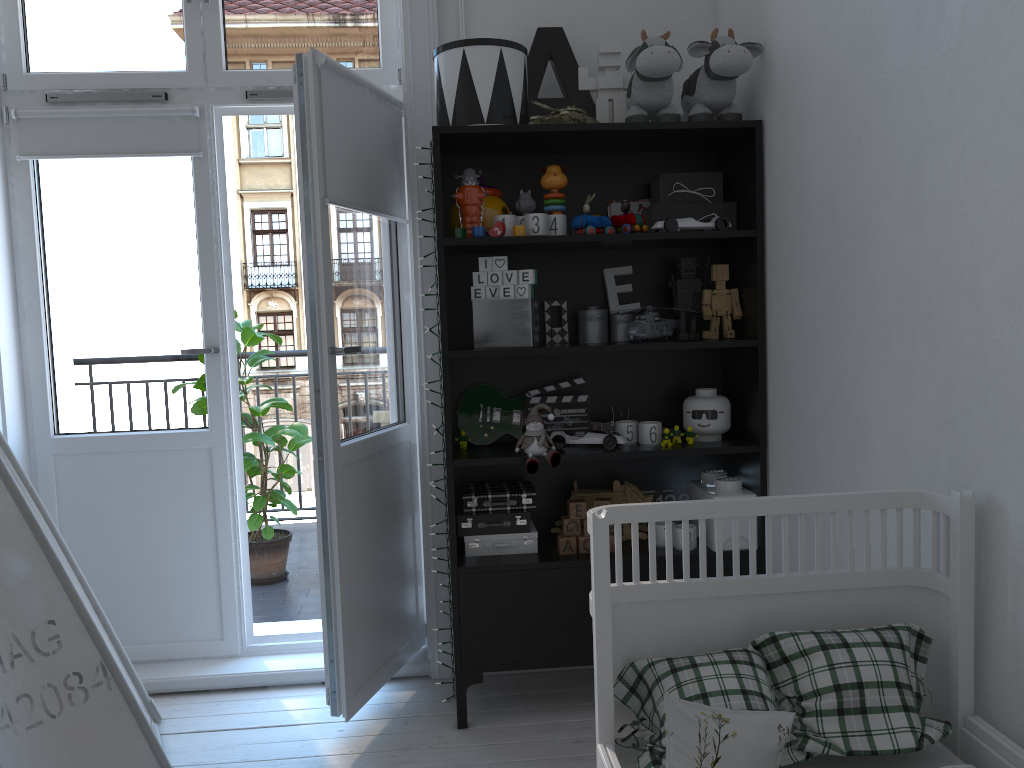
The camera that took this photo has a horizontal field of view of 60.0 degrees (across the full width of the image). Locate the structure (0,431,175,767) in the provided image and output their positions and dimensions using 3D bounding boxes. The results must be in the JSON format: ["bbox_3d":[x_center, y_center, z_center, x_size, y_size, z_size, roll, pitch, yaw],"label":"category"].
[{"bbox_3d":[-1.460,0.188,2.089,1.142,1.751,1.143,-5,5,-29],"label":"structure"}]

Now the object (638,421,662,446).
[{"bbox_3d":[0.406,0.146,2.601,0.067,0.067,0.067,-1,4,10],"label":"object"}]

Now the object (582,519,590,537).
[{"bbox_3d":[0.233,0.416,2.598,0.050,0.050,0.050,-2,4,-4],"label":"object"}]

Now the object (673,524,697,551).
[{"bbox_3d":[0.505,0.448,2.588,0.067,0.067,0.067,-1,4,10],"label":"object"}]

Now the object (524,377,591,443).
[{"bbox_3d":[0.140,0.082,2.732,0.201,0.199,0.048,-2,5,-4],"label":"object"}]

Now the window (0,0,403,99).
[{"bbox_3d":[-0.984,-1.247,2.798,1.263,0.661,0.101,-2,5,-4],"label":"window"}]

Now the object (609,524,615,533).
[{"bbox_3d":[0.284,0.412,2.630,0.050,0.050,0.050,-2,4,-4],"label":"object"}]

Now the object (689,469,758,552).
[{"bbox_3d":[0.632,0.371,2.674,0.132,0.199,0.267,-2,4,-4],"label":"object"}]

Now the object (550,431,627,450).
[{"bbox_3d":[0.221,0.163,2.595,0.230,0.048,0.098,0,5,20],"label":"object"}]

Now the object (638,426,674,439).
[{"bbox_3d":[0.438,0.149,2.761,0.163,0.034,0.069,-2,4,-4],"label":"object"}]

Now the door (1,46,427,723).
[{"bbox_3d":[-0.928,0.016,2.653,1.263,1.840,0.636,-2,5,-3],"label":"door"}]

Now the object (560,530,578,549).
[{"bbox_3d":[0.171,0.464,2.652,0.050,0.050,0.050,-2,4,-4],"label":"object"}]

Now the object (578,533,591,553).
[{"bbox_3d":[0.219,0.466,2.601,0.050,0.050,0.050,-2,4,1],"label":"object"}]

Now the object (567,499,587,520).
[{"bbox_3d":[0.191,0.368,2.604,0.050,0.050,0.050,-2,4,-4],"label":"object"}]

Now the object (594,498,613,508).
[{"bbox_3d":[0.270,0.364,2.612,0.050,0.050,0.050,-1,5,15],"label":"object"}]

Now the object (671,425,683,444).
[{"bbox_3d":[0.484,0.149,2.607,0.042,0.054,0.031,-2,5,-4],"label":"object"}]

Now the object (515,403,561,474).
[{"bbox_3d":[0.074,0.150,2.464,0.110,0.186,0.129,-3,5,-17],"label":"object"}]

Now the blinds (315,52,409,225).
[{"bbox_3d":[-0.416,-0.689,2.584,0.032,0.391,0.565,-1,5,15],"label":"blinds"}]

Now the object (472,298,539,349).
[{"bbox_3d":[-0.017,-0.173,2.544,0.170,0.138,0.124,-1,5,11],"label":"object"}]

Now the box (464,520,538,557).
[{"bbox_3d":[-0.037,0.464,2.670,0.215,0.062,0.179,-2,4,-4],"label":"box"}]

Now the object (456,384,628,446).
[{"bbox_3d":[0.099,0.113,2.758,0.542,0.239,0.093,-2,5,-4],"label":"object"}]

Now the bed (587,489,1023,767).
[{"bbox_3d":[0.522,0.652,0.953,0.670,0.833,1.403,-2,4,-4],"label":"bed"}]

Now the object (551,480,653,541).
[{"bbox_3d":[0.292,0.388,2.735,0.337,0.186,0.111,-1,5,10],"label":"object"}]

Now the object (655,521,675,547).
[{"bbox_3d":[0.451,0.446,2.639,0.067,0.067,0.067,-1,4,10],"label":"object"}]

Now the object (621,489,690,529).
[{"bbox_3d":[0.438,0.403,2.838,0.347,0.120,0.034,-2,5,-4],"label":"object"}]

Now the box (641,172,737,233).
[{"bbox_3d":[0.532,-0.534,2.664,0.251,0.189,0.179,-2,4,-4],"label":"box"}]

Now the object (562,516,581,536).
[{"bbox_3d":[0.175,0.417,2.614,0.050,0.050,0.050,-2,4,-4],"label":"object"}]

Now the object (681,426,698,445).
[{"bbox_3d":[0.516,0.150,2.580,0.042,0.054,0.031,2,6,41],"label":"object"}]

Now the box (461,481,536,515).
[{"bbox_3d":[-0.042,0.342,2.661,0.215,0.062,0.179,-2,4,-4],"label":"box"}]

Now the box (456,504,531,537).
[{"bbox_3d":[-0.058,0.404,2.663,0.215,0.062,0.179,-2,4,-4],"label":"box"}]

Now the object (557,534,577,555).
[{"bbox_3d":[0.161,0.469,2.597,0.050,0.050,0.050,-2,4,-4],"label":"object"}]

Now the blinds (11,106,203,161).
[{"bbox_3d":[-1.270,-0.790,2.790,0.565,0.158,0.032,-2,5,-4],"label":"blinds"}]

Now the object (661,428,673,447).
[{"bbox_3d":[0.446,0.155,2.551,0.042,0.054,0.031,-6,6,-44],"label":"object"}]

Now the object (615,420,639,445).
[{"bbox_3d":[0.342,0.145,2.643,0.067,0.067,0.067,-1,4,10],"label":"object"}]

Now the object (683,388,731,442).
[{"bbox_3d":[0.584,0.093,2.662,0.139,0.162,0.139,-5,5,-29],"label":"object"}]

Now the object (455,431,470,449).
[{"bbox_3d":[-0.148,0.167,2.665,0.042,0.054,0.031,-2,5,6],"label":"object"}]

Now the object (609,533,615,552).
[{"bbox_3d":[0.286,0.464,2.606,0.050,0.050,0.050,0,5,25],"label":"object"}]
